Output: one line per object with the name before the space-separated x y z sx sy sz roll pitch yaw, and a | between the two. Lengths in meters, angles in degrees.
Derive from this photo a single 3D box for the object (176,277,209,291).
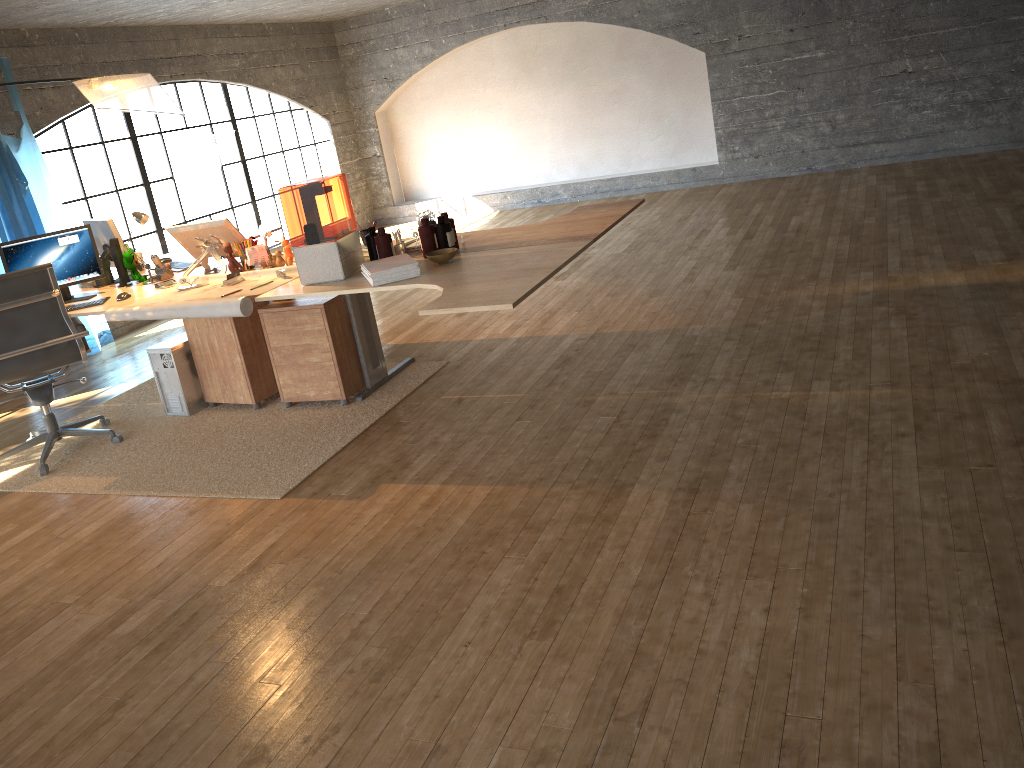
object | -1.661 -0.529 4.583 0.159 0.063 0.055 -13 16 -8

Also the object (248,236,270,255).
object | -1.431 -0.765 4.972 0.105 0.140 0.106 -11 16 -1

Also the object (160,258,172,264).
object | -2.266 -0.804 5.748 0.102 0.033 0.060 -21 20 -29

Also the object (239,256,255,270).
object | -1.444 -0.668 4.832 0.077 0.080 0.078 4 22 42

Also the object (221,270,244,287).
object | -1.432 -0.541 4.505 0.049 0.054 0.134 -3 20 24

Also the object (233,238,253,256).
object | -1.449 -0.712 4.818 0.100 0.172 0.107 -8 16 11

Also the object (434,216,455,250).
object | -0.319 -0.700 4.163 0.079 0.182 0.081 -1 18 31

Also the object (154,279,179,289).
object | -1.865 -0.546 4.801 0.139 0.022 0.111 7 26 42

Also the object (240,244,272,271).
object | -1.371 -0.676 4.742 0.156 0.132 0.100 -20 18 -29

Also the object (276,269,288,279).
object | -1.148 -0.550 4.399 0.022 0.041 0.136 -18 20 -26

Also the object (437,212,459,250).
object | -0.310 -0.735 4.259 0.079 0.182 0.081 -1 18 31

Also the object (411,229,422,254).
object | -0.476 -0.710 4.380 0.037 0.118 0.076 -11 16 0

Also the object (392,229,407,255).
object | -0.561 -0.697 4.375 0.039 0.126 0.137 -5 17 20

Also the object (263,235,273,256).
object | -1.438 -0.808 5.165 0.046 0.128 0.046 -5 16 19

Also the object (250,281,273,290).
object | -1.212 -0.478 4.277 0.008 0.007 0.151 0 22 32

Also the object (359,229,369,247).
object | -0.718 -0.731 4.421 0.077 0.080 0.079 -9 16 4

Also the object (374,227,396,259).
object | -0.597 -0.644 4.152 0.079 0.182 0.081 3 20 41

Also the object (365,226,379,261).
object | -0.654 -0.662 4.233 0.079 0.182 0.081 -1 18 31

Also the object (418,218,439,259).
object | -0.398 -0.694 4.187 0.079 0.182 0.081 3 20 41

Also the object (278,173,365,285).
object | -0.885 -0.730 4.141 0.222 0.448 0.277 -7 16 15

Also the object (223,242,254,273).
object | -1.495 -0.680 4.758 0.095 0.173 0.226 -22 20 -35

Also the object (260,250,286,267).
object | -1.298 -0.694 4.777 0.216 0.117 0.076 6 23 42

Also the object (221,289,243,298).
object | -1.335 -0.433 4.212 0.012 0.009 0.128 2 23 36

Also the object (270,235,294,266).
object | -1.180 -0.689 4.596 0.096 0.185 0.085 -24 20 -39

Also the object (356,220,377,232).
object | -0.710 -0.782 4.424 0.077 0.099 0.153 -21 20 -33

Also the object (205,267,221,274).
object | -1.699 -0.650 5.010 0.107 0.023 0.099 4 23 37

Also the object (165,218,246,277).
object | -1.693 -0.776 4.958 0.394 0.293 0.294 -6 17 15

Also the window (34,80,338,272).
window | -4.151 -0.504 4.791 3.912 1.808 12.562 -9 19 4

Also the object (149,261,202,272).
object | -2.074 -0.730 5.463 0.190 0.011 0.493 -25 24 -37

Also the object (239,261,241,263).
object | -1.586 -0.711 5.151 0.008 0.007 0.151 -5 19 17

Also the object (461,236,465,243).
object | -0.248 -0.726 4.429 0.017 0.036 0.017 -16 16 -19

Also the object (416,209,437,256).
object | -0.403 -0.733 4.273 0.094 0.209 0.101 -5 16 22
